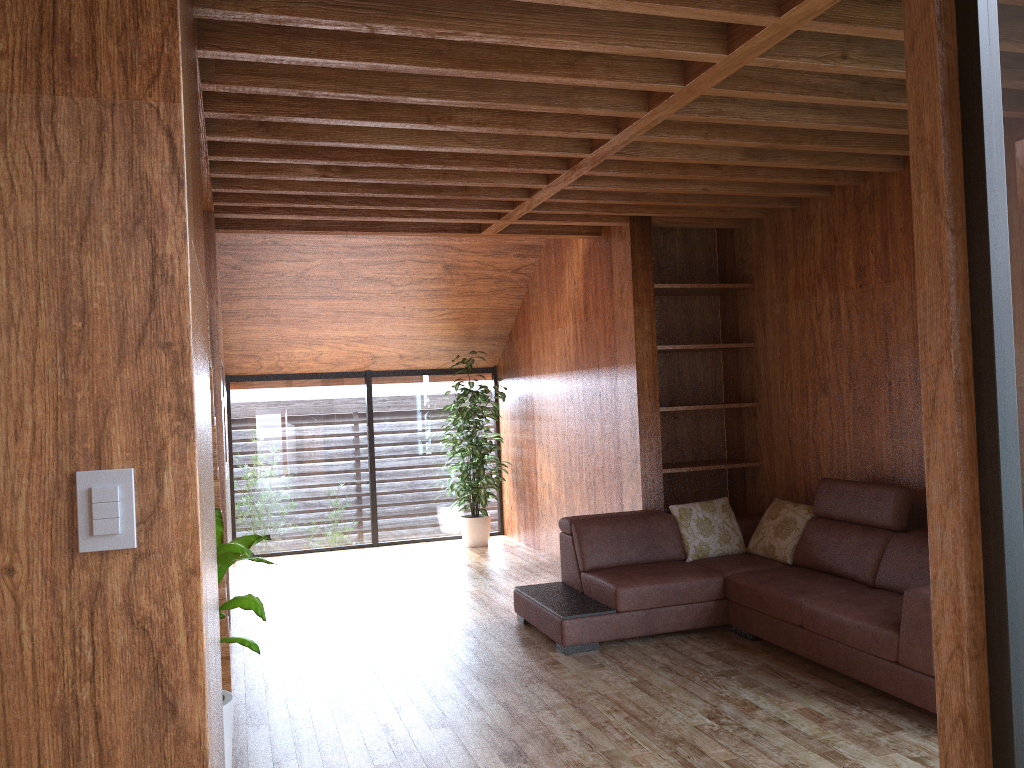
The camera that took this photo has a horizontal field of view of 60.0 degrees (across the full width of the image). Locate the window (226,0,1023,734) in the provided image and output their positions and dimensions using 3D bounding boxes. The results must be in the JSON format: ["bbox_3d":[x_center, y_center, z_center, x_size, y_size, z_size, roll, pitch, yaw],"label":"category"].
[{"bbox_3d":[0.775,-0.916,1.305,4.124,5.131,13.900,-2,-1,-18],"label":"window"}]

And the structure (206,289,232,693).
[{"bbox_3d":[-1.559,0.230,3.399,0.833,2.298,2.436,-2,-1,-18],"label":"structure"}]

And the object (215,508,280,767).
[{"bbox_3d":[-1.025,0.831,2.707,0.678,1.031,0.628,-2,-1,-28],"label":"object"}]

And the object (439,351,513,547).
[{"bbox_3d":[-0.325,0.552,7.665,0.639,1.690,0.676,-2,-1,-10],"label":"object"}]

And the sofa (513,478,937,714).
[{"bbox_3d":[1.171,0.892,4.133,1.707,0.760,2.493,-2,-1,-18],"label":"sofa"}]
